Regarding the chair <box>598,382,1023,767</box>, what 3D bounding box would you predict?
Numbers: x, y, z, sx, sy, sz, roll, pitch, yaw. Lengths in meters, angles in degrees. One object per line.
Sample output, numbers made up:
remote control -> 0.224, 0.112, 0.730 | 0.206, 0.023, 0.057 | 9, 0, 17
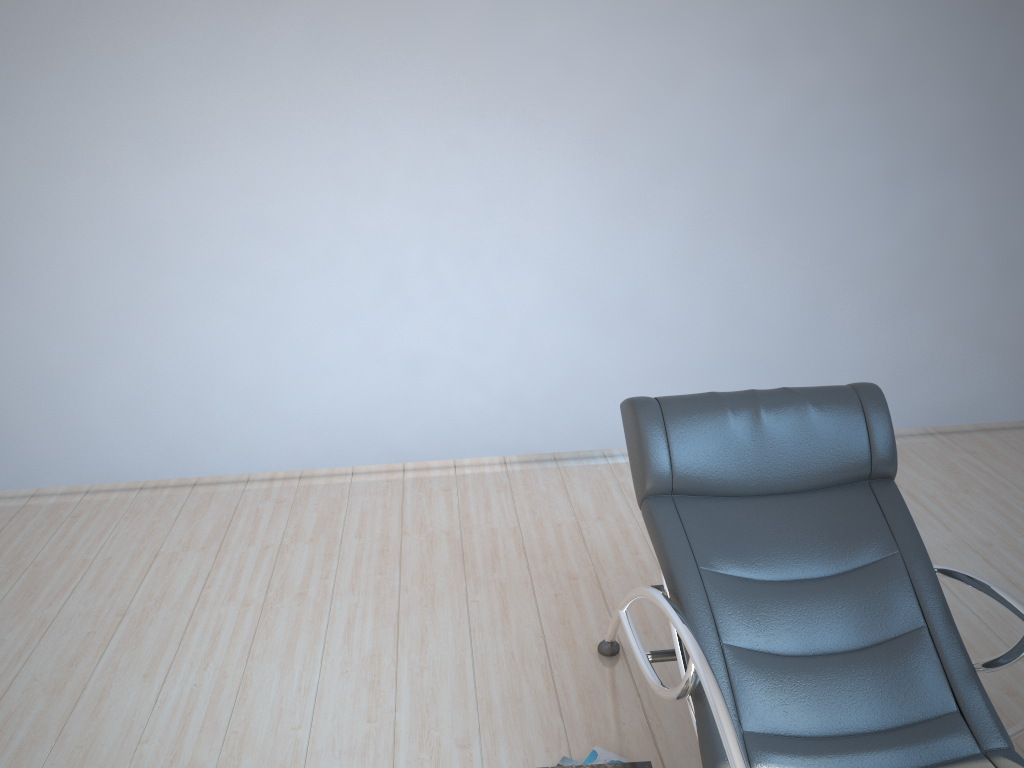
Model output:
chair -> 0.788, 0.751, 1.872 | 0.836, 0.953, 2.114 | -4, 20, -5

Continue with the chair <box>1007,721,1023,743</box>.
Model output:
chair -> 1.802, 0.720, 1.425 | 0.836, 1.251, 1.938 | -4, 20, -5

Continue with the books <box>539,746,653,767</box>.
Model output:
books -> 1.334, 1.632, 0.441 | 1.045, 0.222, 4.790 | -16, 24, -35
